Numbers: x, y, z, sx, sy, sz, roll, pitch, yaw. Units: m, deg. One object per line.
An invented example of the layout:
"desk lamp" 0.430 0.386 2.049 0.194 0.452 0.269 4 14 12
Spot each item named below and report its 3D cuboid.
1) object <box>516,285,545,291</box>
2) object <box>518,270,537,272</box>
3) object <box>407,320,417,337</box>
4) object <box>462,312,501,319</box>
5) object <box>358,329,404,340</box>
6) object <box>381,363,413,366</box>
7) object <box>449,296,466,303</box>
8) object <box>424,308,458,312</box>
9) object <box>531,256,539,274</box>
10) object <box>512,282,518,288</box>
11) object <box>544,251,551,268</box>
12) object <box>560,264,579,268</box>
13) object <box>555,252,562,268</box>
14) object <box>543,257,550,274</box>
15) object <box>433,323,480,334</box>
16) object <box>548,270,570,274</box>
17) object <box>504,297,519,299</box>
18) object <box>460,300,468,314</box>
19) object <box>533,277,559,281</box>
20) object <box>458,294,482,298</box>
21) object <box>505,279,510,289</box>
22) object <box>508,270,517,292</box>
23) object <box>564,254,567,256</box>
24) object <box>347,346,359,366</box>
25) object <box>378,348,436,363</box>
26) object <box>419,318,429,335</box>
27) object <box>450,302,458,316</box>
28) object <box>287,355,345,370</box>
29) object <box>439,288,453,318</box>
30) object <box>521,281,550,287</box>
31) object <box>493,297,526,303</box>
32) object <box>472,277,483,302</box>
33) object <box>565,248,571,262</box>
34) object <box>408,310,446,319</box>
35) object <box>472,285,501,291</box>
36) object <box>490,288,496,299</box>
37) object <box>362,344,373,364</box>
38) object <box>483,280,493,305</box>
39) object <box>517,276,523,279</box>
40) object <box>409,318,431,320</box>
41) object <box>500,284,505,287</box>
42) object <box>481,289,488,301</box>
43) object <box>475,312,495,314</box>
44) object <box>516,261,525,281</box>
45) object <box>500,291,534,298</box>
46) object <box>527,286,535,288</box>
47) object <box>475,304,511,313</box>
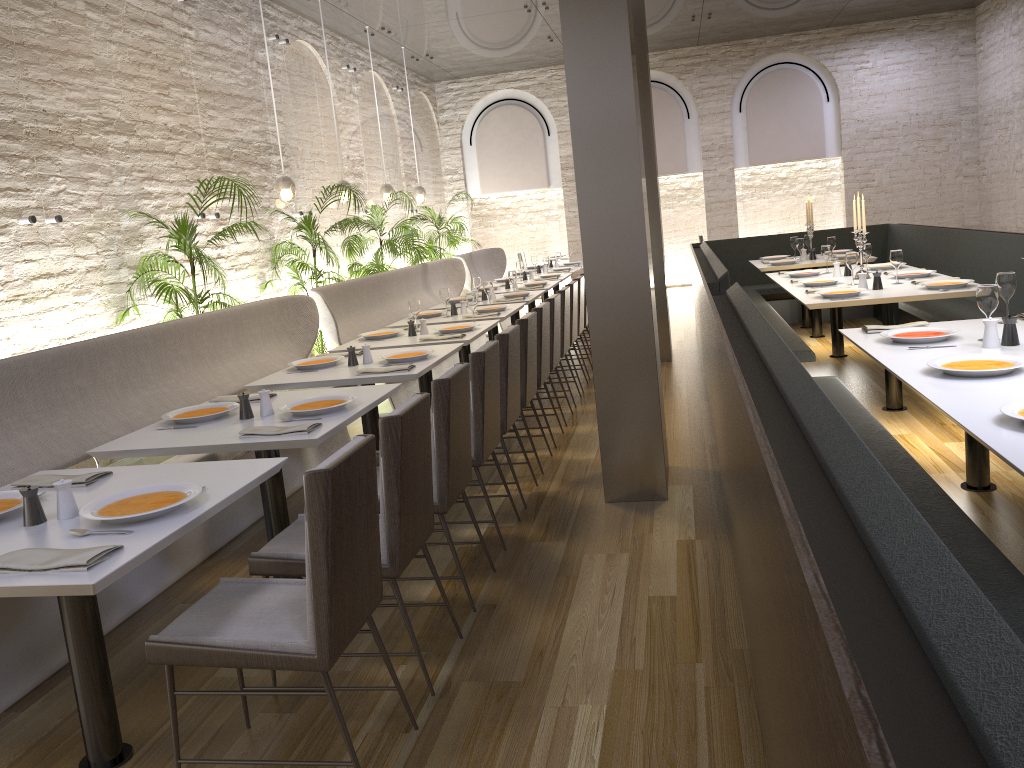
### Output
"object" 0.188 -0.981 9.052 0.272 0.033 0.143 -4 10 11
"object" 0.208 -1.520 11.993 0.272 0.033 0.143 -4 10 11
"object" -0.679 -0.379 5.991 0.059 0.109 0.060 -3 9 20
"object" -0.232 -0.524 6.786 0.272 0.033 0.143 -4 10 11
"object" -0.901 -0.338 6.110 0.323 0.036 0.322 -16 14 -43
"object" -0.617 -0.107 4.727 0.181 0.015 0.038 -4 10 13
"object" -0.483 -0.793 8.368 0.322 0.036 0.323 -8 10 -10
"object" -0.612 -0.627 7.570 0.272 0.033 0.143 -4 10 11
"object" 0.294 -1.534 11.431 0.086 0.229 0.086 1 11 41
"object" 0.028 -1.078 9.418 0.059 0.109 0.060 -6 9 3
"object" 0.497 -1.755 12.526 0.086 0.229 0.086 1 11 41
"object" 0.793 -1.640 12.318 0.272 0.033 0.143 -4 10 11
"object" 0.624 -1.640 11.822 0.086 0.229 0.086 1 11 41
"object" 0.427 -1.425 10.757 0.086 0.229 0.086 1 11 41
"object" -0.376 -0.373 6.004 0.323 0.036 0.322 -16 14 -43
"object" 0.588 -1.417 11.210 0.272 0.033 0.143 -4 10 11
"object" 0.006 -0.785 8.087 0.181 0.015 0.038 -4 10 13
"object" -0.392 -0.621 7.152 0.059 0.109 0.060 -6 9 3
"object" 0.390 -1.200 10.138 0.272 0.033 0.143 -4 10 11
"object" -0.403 -0.855 8.698 0.272 0.033 0.143 -4 10 11
"object" -0.049 -1.064 9.387 0.059 0.109 0.060 -6 9 3
"object" 0.012 -0.973 8.516 0.086 0.229 0.086 -12 10 -36
"object" 0.864 -2.301 15.903 0.272 0.033 0.143 -4 10 11
"object" -0.883 -0.157 4.891 0.059 0.109 0.060 -6 9 3
"object" -0.580 -0.151 4.903 0.322 0.036 0.323 -8 10 -10
"object" -0.602 -0.393 6.022 0.059 0.109 0.060 -3 9 20
"object" -0.469 -0.607 7.121 0.059 0.109 0.060 -6 9 3
"object" -1.105 -0.115 5.009 0.322 0.036 0.323 -8 10 -10
"object" -0.524 -0.644 7.022 0.087 0.229 0.086 -11 10 -30
"object" 0.254 -1.059 9.400 0.322 0.036 0.323 -8 10 -10
"object" -0.023 -0.752 7.914 0.272 0.033 0.143 -4 10 11
"object" -0.319 -0.867 8.125 0.086 0.229 0.086 -12 10 -36
"object" 0.827 -1.861 12.917 0.086 0.229 0.086 1 11 41
"object" -0.692 -0.566 7.240 0.322 0.036 0.323 -7 10 -6
"object" -0.272 -1.023 9.506 0.322 0.036 0.323 -8 10 -10
"object" -0.183 -0.849 8.281 0.059 0.109 0.060 -6 9 3
"object" -0.806 -0.171 4.922 0.059 0.109 0.060 -6 9 3
"object" -0.193 -0.750 7.413 0.086 0.229 0.086 -3 9 17
"object" 0.009 -1.303 10.922 0.272 0.033 0.143 -4 10 11
"object" -0.728 -0.519 7.064 0.185 0.010 0.017 -4 10 11
"object" -0.192 -1.084 9.835 0.272 0.033 0.143 -4 10 11
"object" -0.260 -0.835 8.250 0.059 0.109 0.060 -6 9 3
"object" -0.203 -0.558 6.958 0.181 0.015 0.038 -4 10 13
"object" 0.096 -1.319 10.365 0.086 0.229 0.086 1 11 41
"object" 0.043 -0.829 8.262 0.322 0.036 0.323 -8 10 -10
"object" 0.217 -1.015 9.224 0.181 0.015 0.038 -4 10 13
"object" -0.166 -0.601 7.134 0.322 0.036 0.323 -7 10 -6
